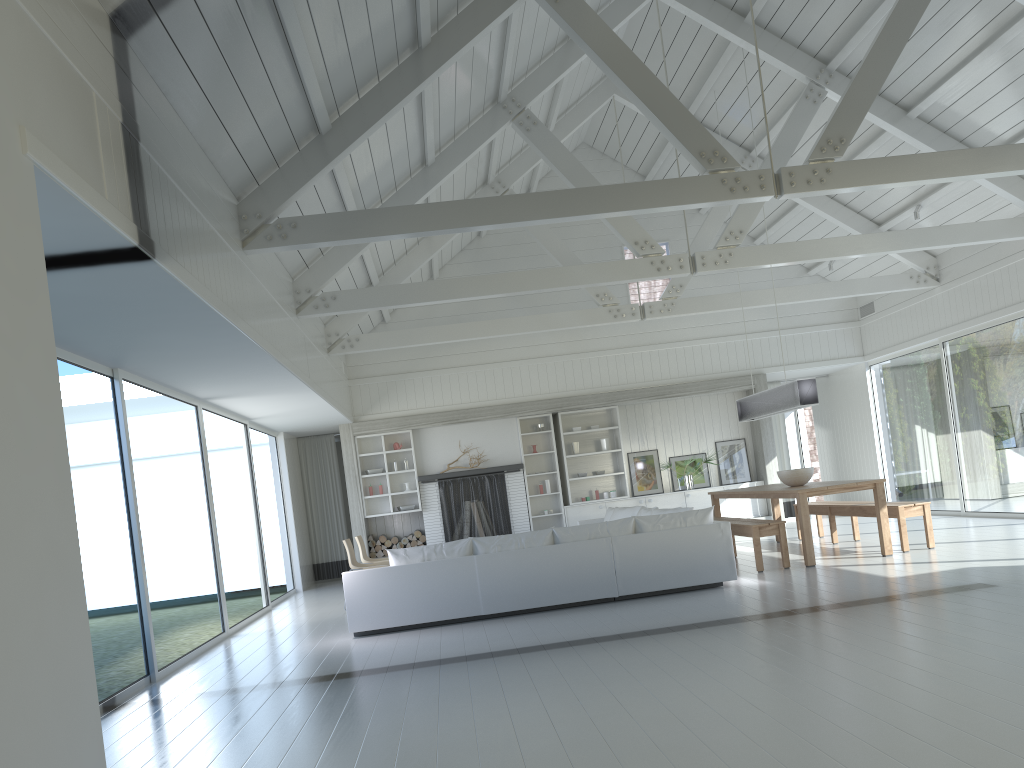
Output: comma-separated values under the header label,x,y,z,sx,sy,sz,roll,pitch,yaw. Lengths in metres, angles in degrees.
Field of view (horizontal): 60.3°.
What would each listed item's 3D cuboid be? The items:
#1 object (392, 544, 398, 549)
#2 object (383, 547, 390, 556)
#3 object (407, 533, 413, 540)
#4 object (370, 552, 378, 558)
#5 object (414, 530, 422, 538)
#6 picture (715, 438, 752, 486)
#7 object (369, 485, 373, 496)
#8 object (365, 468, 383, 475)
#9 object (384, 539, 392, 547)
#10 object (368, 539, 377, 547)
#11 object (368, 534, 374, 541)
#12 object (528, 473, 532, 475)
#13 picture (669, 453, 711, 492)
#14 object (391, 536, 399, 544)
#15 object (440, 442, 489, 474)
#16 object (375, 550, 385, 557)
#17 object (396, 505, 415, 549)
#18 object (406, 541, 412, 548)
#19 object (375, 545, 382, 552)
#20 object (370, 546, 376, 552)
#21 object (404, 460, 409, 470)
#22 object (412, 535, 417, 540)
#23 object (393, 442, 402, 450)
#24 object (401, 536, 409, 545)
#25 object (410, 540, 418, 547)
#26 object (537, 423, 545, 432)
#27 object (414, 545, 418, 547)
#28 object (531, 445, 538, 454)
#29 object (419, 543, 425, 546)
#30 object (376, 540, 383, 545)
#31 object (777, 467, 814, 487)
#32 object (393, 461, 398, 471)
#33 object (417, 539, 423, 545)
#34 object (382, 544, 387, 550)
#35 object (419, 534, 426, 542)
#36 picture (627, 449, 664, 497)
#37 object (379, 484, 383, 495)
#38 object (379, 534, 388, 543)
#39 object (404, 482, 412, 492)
label,x,y,z,sx,sy,sz,roll,pitch,yaw
object,-1.809,2.502,13.611,0.080,0.079,0.481,-7,-7,-7
object,-1.925,2.589,13.614,0.110,0.110,0.497,-7,-7,-7
object,-1.577,2.368,13.631,0.086,0.091,0.482,-7,-7,-7
object,-2.126,2.634,13.606,0.108,0.106,0.518,-7,-7,-7
object,-1.456,2.317,13.655,0.110,0.110,0.497,-7,-7,-7
picture,3.529,1.242,14.051,0.494,0.702,0.065,-7,-1,-4
object,-2.150,1.606,13.420,0.054,0.196,0.054,-7,-1,-4
object,-2.102,1.343,13.445,0.241,0.072,0.244,-5,-7,-20
object,-1.906,2.456,13.618,0.109,0.109,0.497,-7,-7,-7
object,-2.146,2.454,13.600,0.109,0.109,0.497,-7,-7,-7
object,-2.173,2.365,13.587,0.080,0.079,0.481,-7,-7,-7
object,0.275,1.393,13.636,0.054,0.025,0.054,-7,-6,-5
picture,2.827,1.401,14.006,0.608,0.552,0.054,-7,-1,-4
object,-1.808,2.409,13.626,0.109,0.109,0.497,-7,-7,-7
object,-0.679,1.076,13.401,0.779,0.501,0.461,-4,-5,-35
object,-2.027,2.618,13.622,0.134,0.146,0.551,-7,-6,-5
object,-1.685,2.212,13.603,0.340,0.642,0.617,-7,-4,-20
object,-1.598,2.478,13.627,0.080,0.079,0.481,-7,-7,-7
object,-2.052,2.528,13.605,0.109,0.109,0.497,-7,-7,-7
object,-2.136,2.541,13.586,0.080,0.079,0.481,-7,-7,-7
object,-1.613,1.222,13.469,0.054,0.196,0.054,-7,-1,-4
object,-1.513,2.372,13.636,0.080,0.079,0.481,-7,-7,-7
object,-1.750,0.950,13.454,0.233,0.126,0.059,-12,-4,40
object,-1.653,2.418,13.638,0.109,0.109,0.497,-7,-7,-7
object,-1.515,2.465,13.647,0.109,0.109,0.497,-7,-7,-7
object,0.452,0.684,13.705,0.162,0.124,0.161,-10,-5,28
object,-1.489,2.555,13.663,0.134,0.146,0.551,-7,-6,-5
object,0.352,1.018,13.718,0.138,0.130,0.136,-10,-5,38
object,-1.388,2.525,13.656,0.110,0.110,0.497,-7,-7,-7
object,-2.051,2.435,13.594,0.080,0.079,0.481,-7,-7,-7
object,3.111,1.026,9.651,0.388,0.185,0.393,-6,-6,-14
object,-1.777,1.241,13.456,0.054,0.196,0.054,-7,-1,-4
object,-1.424,2.445,13.647,0.080,0.079,0.481,-7,-7,-7
object,-1.961,2.508,13.606,0.080,0.079,0.481,-7,-7,-7
object,-1.383,2.389,13.658,0.109,0.109,0.497,-7,-7,-7
picture,2.113,1.408,13.942,0.494,0.702,0.065,-7,-1,-4
object,-1.999,1.589,13.432,0.054,0.196,0.054,-7,-1,-4
object,-1.985,2.386,13.614,0.110,0.110,0.497,-7,-7,-7
object,-1.595,1.574,13.460,0.136,0.130,0.138,-6,-4,-17
